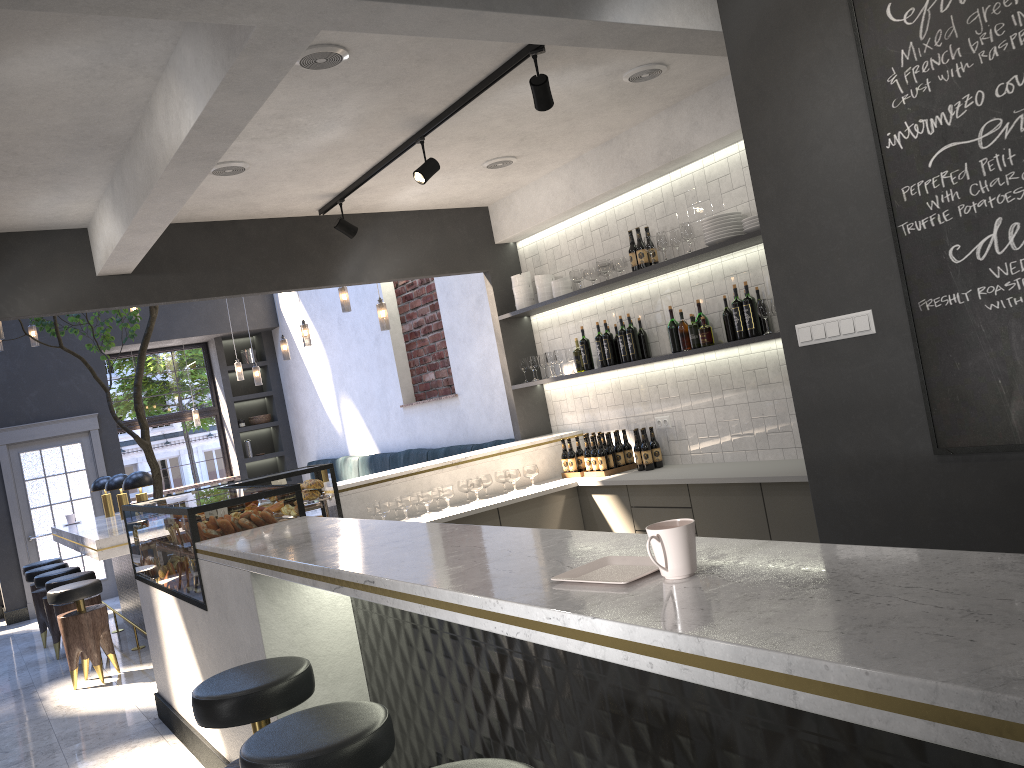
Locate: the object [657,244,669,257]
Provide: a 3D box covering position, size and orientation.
[{"bbox_3d":[0.952,-0.837,5.557,0.070,0.188,0.070,-11,0,-19],"label":"object"}]

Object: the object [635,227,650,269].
[{"bbox_3d":[0.823,-0.855,5.634,0.069,0.279,0.069,-11,0,19],"label":"object"}]

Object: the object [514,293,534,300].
[{"bbox_3d":[0.097,-0.658,6.794,0.153,0.062,0.153,-11,0,-3],"label":"object"}]

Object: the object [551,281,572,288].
[{"bbox_3d":[0.368,-0.712,6.479,0.153,0.062,0.153,-11,0,-3],"label":"object"}]

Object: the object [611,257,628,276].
[{"bbox_3d":[0.729,-0.769,5.967,0.114,0.147,0.114,-11,0,-28],"label":"object"}]

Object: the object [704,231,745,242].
[{"bbox_3d":[1.228,-0.831,5.104,0.236,0.041,0.235,-11,0,20],"label":"object"}]

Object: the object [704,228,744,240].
[{"bbox_3d":[1.224,-0.849,5.104,0.235,0.041,0.235,-11,0,5],"label":"object"}]

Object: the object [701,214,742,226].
[{"bbox_3d":[1.210,-0.924,5.103,0.235,0.041,0.235,-11,0,5],"label":"object"}]

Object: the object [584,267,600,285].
[{"bbox_3d":[0.569,-0.736,6.222,0.114,0.147,0.114,-11,0,-28],"label":"object"}]

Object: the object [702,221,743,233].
[{"bbox_3d":[1.216,-0.890,5.104,0.236,0.041,0.235,-11,0,17],"label":"object"}]

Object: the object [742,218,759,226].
[{"bbox_3d":[1.381,-0.881,4.854,0.235,0.041,0.235,-11,0,5],"label":"object"}]

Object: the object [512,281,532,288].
[{"bbox_3d":[0.079,-0.753,6.788,0.154,0.076,0.153,-11,0,-11],"label":"object"}]

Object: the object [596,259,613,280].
[{"bbox_3d":[0.620,-0.748,5.896,0.114,0.147,0.114,-11,0,-28],"label":"object"}]

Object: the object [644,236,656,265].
[{"bbox_3d":[0.861,-0.820,5.498,0.070,0.188,0.070,-11,0,-19],"label":"object"}]

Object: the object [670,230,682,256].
[{"bbox_3d":[1.014,-0.850,5.458,0.070,0.188,0.070,-11,0,-41],"label":"object"}]

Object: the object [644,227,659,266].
[{"bbox_3d":[0.886,-0.867,5.674,0.069,0.279,0.070,-11,0,-11],"label":"object"}]

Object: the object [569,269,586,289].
[{"bbox_3d":[0.460,-0.716,6.151,0.114,0.147,0.114,-11,0,-28],"label":"object"}]

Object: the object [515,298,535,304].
[{"bbox_3d":[0.102,-0.628,6.794,0.152,0.074,0.154,-11,0,-30],"label":"object"}]

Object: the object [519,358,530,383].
[{"bbox_3d":[0.096,-0.105,6.880,0.070,0.188,0.070,-11,0,-41],"label":"object"}]

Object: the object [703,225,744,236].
[{"bbox_3d":[1.221,-0.866,5.104,0.236,0.041,0.235,-11,0,8],"label":"object"}]

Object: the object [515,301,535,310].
[{"bbox_3d":[0.105,-0.593,6.795,0.153,0.055,0.153,-11,0,19],"label":"object"}]

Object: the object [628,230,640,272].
[{"bbox_3d":[0.784,-0.847,5.696,0.069,0.279,0.069,-11,0,-26],"label":"object"}]

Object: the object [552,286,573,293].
[{"bbox_3d":[0.372,-0.682,6.479,0.152,0.074,0.154,-11,0,-30],"label":"object"}]

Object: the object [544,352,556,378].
[{"bbox_3d":[0.284,-0.143,6.582,0.070,0.188,0.070,-11,0,-41],"label":"object"}]

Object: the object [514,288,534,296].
[{"bbox_3d":[0.090,-0.689,6.792,0.153,0.075,0.154,-11,0,25],"label":"object"}]

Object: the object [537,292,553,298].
[{"bbox_3d":[0.270,-0.661,6.643,0.152,0.074,0.154,-11,0,-30],"label":"object"}]

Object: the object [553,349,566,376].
[{"bbox_3d":[0.346,-0.156,6.482,0.070,0.188,0.070,-11,0,-19],"label":"object"}]

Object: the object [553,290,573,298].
[{"bbox_3d":[0.376,-0.647,6.480,0.153,0.055,0.153,-11,0,19],"label":"object"}]

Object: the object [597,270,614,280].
[{"bbox_3d":[0.649,-0.752,6.094,0.114,0.147,0.114,-11,0,-28],"label":"object"}]

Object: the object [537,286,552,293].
[{"bbox_3d":[0.265,-0.691,6.642,0.153,0.062,0.153,-11,0,-3],"label":"object"}]

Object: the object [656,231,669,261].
[{"bbox_3d":[0.923,-0.833,5.399,0.070,0.188,0.070,-11,0,-41],"label":"object"}]

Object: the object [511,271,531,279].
[{"bbox_3d":[0.068,-0.814,6.785,0.153,0.070,0.153,-11,0,14],"label":"object"}]

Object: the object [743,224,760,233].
[{"bbox_3d":[1.388,-0.846,4.854,0.236,0.041,0.235,-11,0,17],"label":"object"}]

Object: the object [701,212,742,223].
[{"bbox_3d":[1.206,-0.942,5.104,0.236,0.041,0.235,-11,0,8],"label":"object"}]

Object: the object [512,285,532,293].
[{"bbox_3d":[0.083,-0.718,6.790,0.153,0.060,0.153,-11,-1,40],"label":"object"}]

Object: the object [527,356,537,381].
[{"bbox_3d":[0.159,-0.118,6.781,0.070,0.188,0.070,-11,0,-41],"label":"object"}]

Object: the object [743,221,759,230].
[{"bbox_3d":[1.384,-0.863,4.854,0.236,0.041,0.235,-11,0,20],"label":"object"}]

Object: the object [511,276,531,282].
[{"bbox_3d":[0.076,-0.783,6.788,0.153,0.067,0.153,-11,0,14],"label":"object"}]

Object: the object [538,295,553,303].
[{"bbox_3d":[0.273,-0.626,6.644,0.153,0.055,0.153,-11,0,19],"label":"object"}]

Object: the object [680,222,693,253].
[{"bbox_3d":[1.035,-0.856,5.222,0.070,0.188,0.070,-11,0,-41],"label":"object"}]

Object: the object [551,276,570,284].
[{"bbox_3d":[0.360,-0.744,6.477,0.153,0.075,0.154,-11,0,25],"label":"object"}]

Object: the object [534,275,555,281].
[{"bbox_3d":[0.247,-0.787,6.637,0.154,0.076,0.153,-11,0,-11],"label":"object"}]

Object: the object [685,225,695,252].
[{"bbox_3d":[1.077,-0.862,5.358,0.070,0.188,0.070,-11,0,-41],"label":"object"}]

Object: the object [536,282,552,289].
[{"bbox_3d":[0.258,-0.723,6.641,0.153,0.075,0.154,-11,0,25],"label":"object"}]

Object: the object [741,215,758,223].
[{"bbox_3d":[1.377,-0.898,4.854,0.236,0.041,0.235,-11,0,8],"label":"object"}]

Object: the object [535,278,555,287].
[{"bbox_3d":[0.251,-0.751,6.639,0.153,0.060,0.153,-11,-1,40],"label":"object"}]

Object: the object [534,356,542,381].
[{"bbox_3d":[0.187,-0.122,6.939,0.070,0.188,0.070,-11,0,-41],"label":"object"}]

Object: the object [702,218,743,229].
[{"bbox_3d":[1.213,-0.907,5.103,0.236,0.041,0.235,-11,0,20],"label":"object"}]

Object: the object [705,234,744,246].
[{"bbox_3d":[1.231,-0.814,5.104,0.236,0.041,0.235,-11,0,17],"label":"object"}]
